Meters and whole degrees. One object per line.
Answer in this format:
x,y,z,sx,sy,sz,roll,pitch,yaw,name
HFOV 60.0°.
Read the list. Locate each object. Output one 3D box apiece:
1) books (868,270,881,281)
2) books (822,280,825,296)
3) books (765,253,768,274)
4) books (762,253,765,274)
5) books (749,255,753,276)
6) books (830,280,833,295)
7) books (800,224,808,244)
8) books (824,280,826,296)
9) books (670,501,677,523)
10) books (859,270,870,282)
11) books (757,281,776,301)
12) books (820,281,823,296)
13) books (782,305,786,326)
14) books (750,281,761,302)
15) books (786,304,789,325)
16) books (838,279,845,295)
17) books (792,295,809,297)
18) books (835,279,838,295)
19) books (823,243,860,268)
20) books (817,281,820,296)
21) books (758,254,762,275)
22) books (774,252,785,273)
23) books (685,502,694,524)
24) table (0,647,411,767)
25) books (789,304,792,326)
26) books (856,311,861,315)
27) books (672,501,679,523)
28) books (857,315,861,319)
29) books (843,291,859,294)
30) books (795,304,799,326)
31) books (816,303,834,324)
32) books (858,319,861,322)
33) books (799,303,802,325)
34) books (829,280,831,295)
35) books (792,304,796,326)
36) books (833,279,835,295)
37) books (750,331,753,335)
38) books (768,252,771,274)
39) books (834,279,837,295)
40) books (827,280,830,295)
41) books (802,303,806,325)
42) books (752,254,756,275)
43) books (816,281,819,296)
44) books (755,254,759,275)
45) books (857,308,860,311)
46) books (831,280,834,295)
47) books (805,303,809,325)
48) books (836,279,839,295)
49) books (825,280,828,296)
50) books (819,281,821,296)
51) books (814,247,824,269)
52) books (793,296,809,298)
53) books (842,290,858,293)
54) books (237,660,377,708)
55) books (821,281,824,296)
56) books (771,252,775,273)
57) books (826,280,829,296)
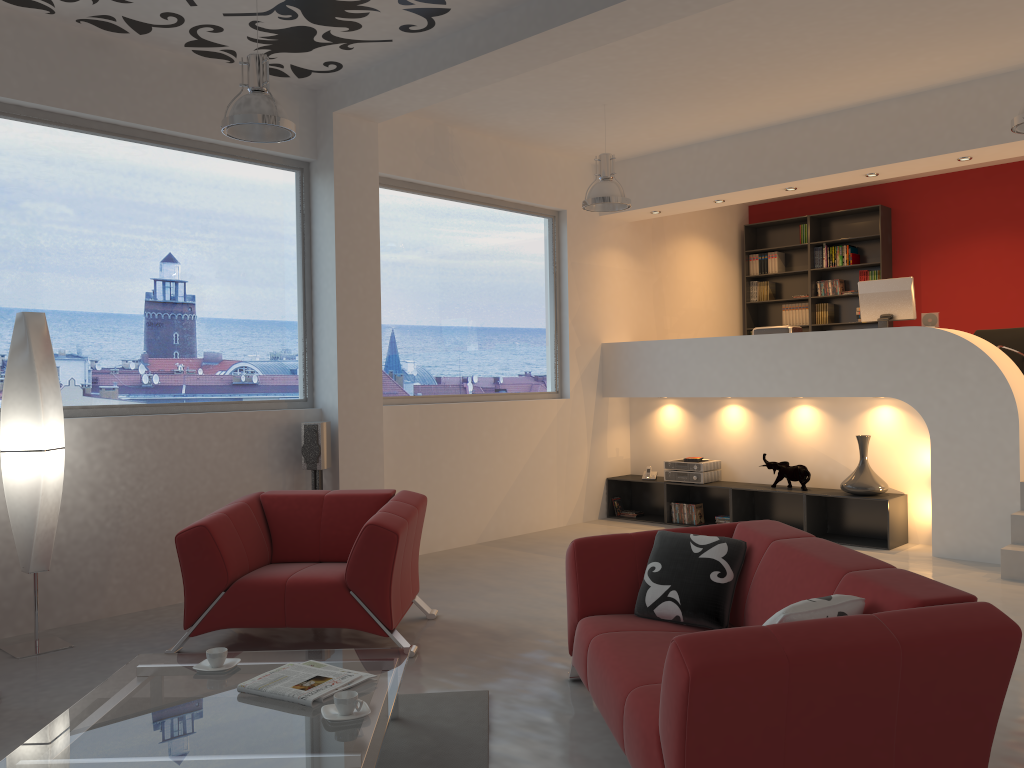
4.035,-1.123,9.787,0.146,0.240,0.170,-1,0,44,books
3.615,-1.092,10.199,0.031,0.190,0.135,-1,0,44,books
3.102,-1.435,10.654,0.040,0.260,0.200,-1,0,44,books
3.073,-1.434,10.682,0.040,0.260,0.200,-1,0,44,books
2.956,-1.433,10.793,0.040,0.260,0.200,-1,0,44,books
3.680,-1.093,10.137,0.031,0.190,0.135,-1,0,44,books
3.457,-1.732,10.326,0.146,0.240,0.170,-1,0,44,books
3.626,-1.092,10.189,0.031,0.190,0.135,-1,0,44,books
1.557,1.214,8.432,0.031,0.190,0.135,-1,0,44,books
3.948,-1.130,9.871,0.090,0.256,0.181,-1,0,44,books
3.073,-1.108,10.704,0.146,0.240,0.170,-1,0,44,books
3.593,-1.091,10.220,0.031,0.190,0.135,-1,0,44,books
3.268,-0.805,10.508,0.040,0.260,0.200,-1,0,44,books
2.986,-1.115,10.787,0.090,0.256,0.181,-1,0,44,books
3.297,-0.806,10.480,0.040,0.260,0.200,-1,0,44,books
3.745,-1.094,10.075,0.031,0.190,0.135,-1,0,44,books
3.403,-1.031,10.402,0.190,0.015,0.135,-1,0,44,books
3.723,-1.093,10.096,0.031,0.190,0.135,-1,0,44,books
3.726,-1.458,10.044,0.341,0.286,0.231,-1,0,44,books
3.571,-1.091,10.241,0.031,0.190,0.135,-1,0,44,books
3.043,-1.434,10.710,0.040,0.260,0.200,-1,0,44,books
3.190,-1.436,10.570,0.040,0.260,0.200,-1,0,44,books
1.677,1.212,8.318,0.031,0.190,0.135,-1,0,44,books
-0.944,1.226,3.023,1.097,0.286,1.162,-1,0,-1,table
3.326,-0.806,10.452,0.040,0.260,0.200,-1,0,44,books
3.976,-0.786,9.810,0.260,0.040,0.200,-1,0,43,books
1.568,1.214,8.422,0.031,0.190,0.135,-1,0,44,books
3.981,-0.746,9.808,0.260,0.040,0.200,-1,0,44,books
3.843,-1.023,9.983,0.190,0.015,0.135,-1,0,44,books
3.385,-0.807,10.396,0.040,0.260,0.200,-1,0,44,books
3.602,-0.800,10.205,0.146,0.240,0.170,-1,0,44,books
3.997,-0.707,9.798,0.200,0.040,0.260,-1,0,-45,books
3.414,-0.807,10.368,0.040,0.260,0.200,-1,0,44,books
3.669,-1.093,10.148,0.031,0.190,0.135,-1,0,44,books
3.355,-0.806,10.424,0.040,0.260,0.200,-1,0,44,books
3.702,-1.093,10.117,0.031,0.190,0.135,-1,0,44,books
3.071,-0.498,10.686,0.341,0.286,0.231,-1,0,44,books
3.132,-1.435,10.625,0.040,0.260,0.200,-1,0,44,books
3.712,-1.093,10.106,0.031,0.190,0.135,-1,0,44,books
3.658,-1.092,10.158,0.031,0.190,0.135,-1,0,44,books
3.444,-0.808,10.340,0.040,0.260,0.200,-1,0,44,books
2.985,-1.433,10.765,0.040,0.260,0.200,-1,0,44,books
3.560,-1.091,10.251,0.031,0.190,0.135,-1,0,44,books
3.014,-1.434,10.737,0.040,0.260,0.200,-1,0,44,books
3.977,-0.826,9.797,0.260,0.040,0.200,-1,0,44,books
3.691,-1.093,10.127,0.031,0.190,0.135,-1,0,44,books
3.473,-0.808,10.312,0.040,0.260,0.200,-1,0,44,books
3.734,-1.094,10.086,0.031,0.190,0.135,-1,0,44,books
3.636,-1.092,10.179,0.031,0.190,0.135,-1,0,44,books
3.582,-1.091,10.230,0.031,0.190,0.135,-1,0,44,books
3.571,-1.440,10.224,0.090,0.256,0.181,-1,0,44,books
3.417,-1.016,10.389,0.190,0.015,0.135,-1,0,44,books
3.835,-1.038,9.990,0.135,0.015,0.190,-1,0,-41,books
-0.734,1.062,3.156,0.367,0.035,0.345,-1,0,34,books
3.604,-1.092,10.210,0.031,0.190,0.135,-1,0,44,books
3.161,-1.436,10.597,0.040,0.260,0.200,-1,0,44,books
3.647,-1.092,10.168,0.031,0.190,0.135,-1,0,44,books
